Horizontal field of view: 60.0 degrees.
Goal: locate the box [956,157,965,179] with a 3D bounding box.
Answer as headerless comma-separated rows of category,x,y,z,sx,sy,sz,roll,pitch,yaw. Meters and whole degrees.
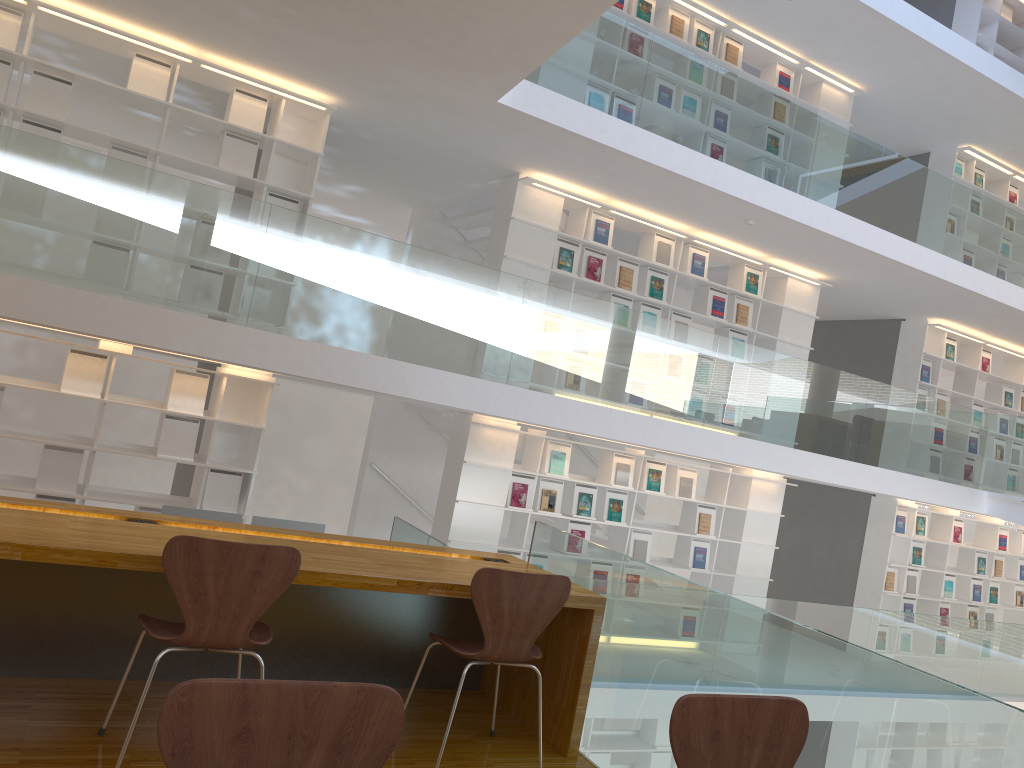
box,5.105,-2.483,10.324,0.245,0.296,0.274,13,-3,-29

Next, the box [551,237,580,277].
box,0.427,-1.104,7.760,0.245,0.296,0.274,13,-3,-29

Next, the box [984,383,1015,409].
box,6.055,0.159,10.982,0.245,0.296,0.274,13,-3,-29

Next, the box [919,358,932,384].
box,4.669,-0.152,10.206,0.245,0.296,0.274,13,-3,-29

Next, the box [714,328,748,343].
box,2.160,-0.380,8.748,0.245,0.296,0.274,13,-3,-29

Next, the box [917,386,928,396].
box,4.612,0.172,10.192,0.245,0.296,0.274,13,-3,-29

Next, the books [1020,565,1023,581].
books,6.469,2.403,11.205,0.145,0.210,0.037,13,-3,-29

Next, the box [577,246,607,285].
box,0.681,-1.046,7.917,0.245,0.296,0.274,13,-3,-29

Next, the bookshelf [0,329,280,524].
bookshelf,-3.226,0.538,5.836,2.984,1.836,0.498,13,-3,-29

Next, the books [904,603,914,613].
books,4.542,2.624,10.161,0.145,0.210,0.037,13,-3,-29

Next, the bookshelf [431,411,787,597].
bookshelf,1.002,1.487,8.265,3.666,1.836,0.397,13,-3,-29

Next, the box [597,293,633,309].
box,0.933,-0.654,8.061,0.245,0.296,0.274,13,-3,-29

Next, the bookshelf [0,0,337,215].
bookshelf,-2.835,-1.482,5.945,2.984,1.836,0.498,13,-3,-29

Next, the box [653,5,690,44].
box,1.483,-3.297,8.224,0.245,0.296,0.274,13,-3,-29

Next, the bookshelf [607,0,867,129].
bookshelf,1.806,-2.538,8.438,3.666,1.836,0.498,13,-3,-29

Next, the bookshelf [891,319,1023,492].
bookshelf,5.756,0.438,10.754,2.984,1.836,0.498,13,-3,-29

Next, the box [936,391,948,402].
box,4.934,0.244,10.372,0.245,0.296,0.274,13,-3,-29

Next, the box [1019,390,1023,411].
box,6.365,0.227,11.156,0.245,0.296,0.274,13,-3,-29

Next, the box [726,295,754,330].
box,2.221,-0.702,8.764,0.245,0.296,0.274,13,-3,-29

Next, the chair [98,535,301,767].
chair,-0.930,0.780,2.669,0.428,0.693,0.381,13,-3,-29

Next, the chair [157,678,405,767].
chair,-0.327,0.819,1.233,0.428,0.693,0.381,13,-3,-29

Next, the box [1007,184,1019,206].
box,6.027,-2.279,10.837,0.245,0.296,0.274,13,-3,-29

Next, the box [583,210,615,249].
box,0.750,-1.368,7.923,0.245,0.296,0.274,13,-3,-29

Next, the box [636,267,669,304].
box,1.290,-0.910,8.243,0.245,0.296,0.274,13,-3,-29

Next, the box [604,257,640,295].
box,0.994,-0.976,8.077,0.245,0.296,0.274,13,-3,-29

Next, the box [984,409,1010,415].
box,5.993,0.480,10.965,0.245,0.296,0.274,13,-3,-29

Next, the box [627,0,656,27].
box,1.138,-3.374,8.031,0.245,0.296,0.274,13,-3,-29

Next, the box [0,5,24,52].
box,-3.318,-2.273,5.718,0.245,0.296,0.274,13,-3,-29

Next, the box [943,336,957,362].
box,5.057,-0.400,10.406,0.245,0.296,0.274,13,-3,-29

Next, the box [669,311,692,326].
box,1.540,-0.518,8.400,0.245,0.296,0.274,13,-3,-29

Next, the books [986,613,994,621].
books,5.874,2.930,10.907,0.145,0.210,0.037,13,-3,-29

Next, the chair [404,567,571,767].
chair,-0.098,0.966,3.135,0.428,0.693,0.381,13,-3,-29

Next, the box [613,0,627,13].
box,0.875,-3.431,7.884,0.245,0.296,0.274,13,-3,-29

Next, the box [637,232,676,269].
box,1.358,-1.231,8.264,0.245,0.296,0.274,13,-3,-29

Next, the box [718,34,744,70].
box,2.066,-3.167,8.551,0.245,0.296,0.274,13,-3,-29

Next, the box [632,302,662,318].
box,1.223,-0.589,8.223,0.245,0.296,0.274,13,-3,-29

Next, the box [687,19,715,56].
box,1.746,-3.238,8.372,0.245,0.296,0.274,13,-3,-29

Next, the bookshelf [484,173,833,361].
bookshelf,1.418,-0.531,8.330,3.666,1.836,0.498,13,-3,-29

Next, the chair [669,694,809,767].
chair,0.505,1.005,1.699,0.428,0.693,0.381,13,-3,-29

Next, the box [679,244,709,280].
box,1.716,-1.152,8.464,0.245,0.296,0.274,13,-3,-29

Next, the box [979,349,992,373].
box,5.639,-0.272,10.729,0.245,0.296,0.274,13,-3,-29

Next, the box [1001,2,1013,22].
box,5.827,-4.383,10.620,0.245,0.296,0.274,13,-3,-29

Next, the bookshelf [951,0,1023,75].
bookshelf,6.526,-3.544,10.968,2.984,1.836,0.498,13,-3,-29

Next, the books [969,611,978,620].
books,5.589,2.866,10.747,0.145,0.210,0.037,13,-3,-29

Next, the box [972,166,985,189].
box,5.445,-2.407,10.514,0.245,0.296,0.274,13,-3,-29

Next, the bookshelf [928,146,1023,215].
bookshelf,6.144,-1.569,10.862,2.984,1.836,0.498,13,-3,-29

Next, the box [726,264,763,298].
box,2.325,-1.015,8.805,0.245,0.296,0.274,13,-3,-29

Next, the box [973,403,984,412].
box,5.532,0.377,10.707,0.245,0.296,0.274,13,-3,-29

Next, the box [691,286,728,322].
box,1.930,-0.770,8.601,0.245,0.296,0.274,13,-3,-29

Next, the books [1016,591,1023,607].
books,6.410,2.722,11.190,0.145,0.210,0.037,13,-3,-29

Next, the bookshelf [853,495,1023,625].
bookshelf,5.365,2.459,10.645,2.984,1.836,0.498,13,-3,-29

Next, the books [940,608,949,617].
books,5.107,2.755,10.481,0.145,0.210,0.037,13,-3,-29

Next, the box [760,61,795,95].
box,2.665,-3.033,8.886,0.245,0.296,0.274,13,-3,-29
